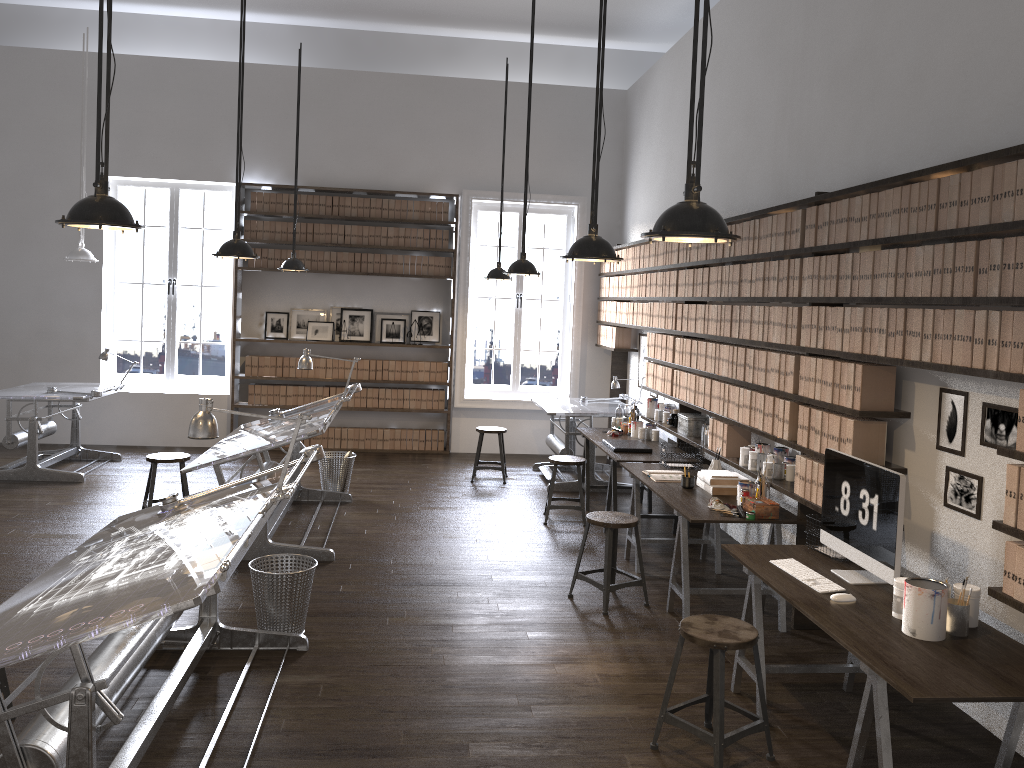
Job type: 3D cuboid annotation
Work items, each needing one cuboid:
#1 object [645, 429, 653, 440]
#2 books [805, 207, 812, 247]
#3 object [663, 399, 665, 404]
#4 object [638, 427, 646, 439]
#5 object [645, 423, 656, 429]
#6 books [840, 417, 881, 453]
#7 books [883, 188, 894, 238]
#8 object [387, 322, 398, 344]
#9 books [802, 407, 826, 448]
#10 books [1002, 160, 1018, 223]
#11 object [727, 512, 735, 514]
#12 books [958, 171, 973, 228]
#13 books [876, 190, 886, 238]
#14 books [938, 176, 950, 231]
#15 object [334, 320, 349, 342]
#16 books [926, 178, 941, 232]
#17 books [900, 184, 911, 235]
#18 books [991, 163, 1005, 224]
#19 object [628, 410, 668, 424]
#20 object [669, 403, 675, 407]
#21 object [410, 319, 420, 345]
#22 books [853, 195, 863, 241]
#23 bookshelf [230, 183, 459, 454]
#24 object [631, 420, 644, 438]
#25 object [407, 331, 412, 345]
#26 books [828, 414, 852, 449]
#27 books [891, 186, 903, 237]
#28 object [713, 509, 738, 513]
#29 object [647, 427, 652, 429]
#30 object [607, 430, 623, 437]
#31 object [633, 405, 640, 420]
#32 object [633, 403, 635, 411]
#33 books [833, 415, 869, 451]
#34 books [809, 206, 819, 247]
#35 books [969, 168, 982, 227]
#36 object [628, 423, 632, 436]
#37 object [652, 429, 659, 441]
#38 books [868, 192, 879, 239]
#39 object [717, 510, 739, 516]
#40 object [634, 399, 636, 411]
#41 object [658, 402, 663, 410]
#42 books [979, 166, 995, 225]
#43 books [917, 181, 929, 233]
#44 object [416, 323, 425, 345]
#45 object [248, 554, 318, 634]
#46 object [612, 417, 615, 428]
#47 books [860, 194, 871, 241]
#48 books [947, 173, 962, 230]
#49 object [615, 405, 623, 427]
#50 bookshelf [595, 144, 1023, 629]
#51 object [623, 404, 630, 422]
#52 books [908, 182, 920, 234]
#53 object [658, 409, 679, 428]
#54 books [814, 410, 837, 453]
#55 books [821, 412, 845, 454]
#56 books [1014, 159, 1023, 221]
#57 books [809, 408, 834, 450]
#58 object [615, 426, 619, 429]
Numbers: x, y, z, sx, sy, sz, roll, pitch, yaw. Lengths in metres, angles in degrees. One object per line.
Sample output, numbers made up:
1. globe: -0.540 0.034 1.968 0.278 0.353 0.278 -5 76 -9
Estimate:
1. object: 1.168 0.431 7.576 0.063 0.093 0.063 5 4 43
2. books: 1.727 -0.863 4.919 0.174 0.225 0.067 2 3 -6
3. object: 1.382 0.207 8.129 0.041 0.162 0.005 2 2 -14
4. object: 1.118 0.424 7.626 0.062 0.094 0.062 5 4 34
5. object: 1.205 0.408 7.697 0.094 0.128 0.095 2 3 -3
6. books: 1.739 0.283 4.428 0.174 0.225 0.067 2 3 -6
7. books: 1.816 -0.781 4.084 0.174 0.225 0.067 2 3 -6
8. object: -1.375 -0.588 10.211 0.124 0.259 0.040 2 2 -6
9. books: 1.689 0.242 4.847 0.174 0.225 0.067 2 3 -6
10. books: 1.909 -0.700 3.257 0.174 0.225 0.067 2 3 -6
11. object: 1.204 0.721 4.983 0.119 0.006 0.008 7 6 42
12. books: 1.882 -0.726 3.523 0.174 0.225 0.067 2 3 -6
13. books: 1.813 -0.788 4.153 0.174 0.225 0.067 2 3 -7
14. books: 1.867 -0.740 3.664 0.174 0.225 0.067 2 3 -7
15. object: -1.947 -0.605 10.134 0.174 0.259 0.040 2 2 -6
16. books: 1.853 -0.748 3.738 0.174 0.225 0.067 2 3 -6
17. books: 1.829 -0.767 3.939 0.174 0.225 0.067 2 3 -7
18. books: 1.903 -0.706 3.320 0.174 0.225 0.067 2 3 -6
19. object: 1.210 0.296 7.890 0.345 0.146 0.077 4 3 16
20. object: 1.460 0.239 8.117 0.070 0.130 0.070 5 4 40
21. object: -1.124 -0.603 10.248 0.118 0.303 0.040 2 2 -6
22. books: 1.785 -0.809 4.364 0.174 0.225 0.067 2 3 -7
23. bookshelf: -1.936 -0.379 10.301 2.473 3.715 0.413 2 2 -6
24. object: 1.094 0.395 7.733 0.104 0.141 0.105 2 4 -14
25. object: -1.183 -0.532 10.208 0.066 0.165 0.040 2 3 -6
26. books: 1.725 0.270 4.562 0.174 0.225 0.067 2 3 -6
27. books: 1.821 -0.775 4.011 0.174 0.225 0.067 2 3 -6
28. object: 1.200 0.714 4.975 0.011 0.017 0.172 0 6 -38
29. object: 1.180 0.426 7.632 0.044 0.101 0.045 2 3 -7
30. object: 0.895 0.426 7.797 0.132 0.050 0.197 4 6 23
31. object: 1.132 0.312 8.115 0.068 0.229 0.069 2 3 -10
32. object: 1.084 0.258 7.915 0.006 0.192 0.055 2 3 -8
33. books: 1.727 0.277 4.494 0.174 0.225 0.067 2 3 -7
34. books: 1.729 -0.856 4.845 0.174 0.225 0.067 2 3 -7
35. books: 1.890 -0.719 3.453 0.174 0.225 0.067 2 3 -6
36. object: 1.047 0.401 7.795 0.049 0.111 0.050 2 3 -10
37. object: 1.221 0.437 7.535 0.062 0.094 0.062 5 4 43
38. books: 1.803 -0.795 4.222 0.174 0.225 0.067 2 3 -7
39. object: 1.205 0.723 4.964 0.005 0.005 0.158 -1 6 -41
40. object: 1.093 0.244 7.923 0.021 0.227 0.007 3 2 5
41. object: 1.351 0.239 8.066 0.051 0.139 0.050 2 3 -9
42. books: 1.891 -0.713 3.385 0.174 0.225 0.067 2 3 -7
43. books: 1.850 -0.755 3.812 0.174 0.225 0.067 2 3 -7
44. object: -1.059 -0.582 10.284 0.110 0.261 0.040 2 2 -6
45. object: -1.210 1.130 4.667 0.353 0.377 0.354 3 4 15
46. object: 0.954 0.362 8.168 0.068 0.104 0.068 2 3 -2
47. books: 1.791 -0.802 4.292 0.174 0.225 0.067 2 3 -6
48. books: 1.870 -0.733 3.593 0.174 0.225 0.067 2 3 -7
49. object: 0.977 0.308 8.097 0.068 0.229 0.069 2 3 -10
50. bookshelf: 1.652 0.442 5.873 0.373 3.197 9.209 2 5 -7
51. object: 1.048 0.306 8.105 0.068 0.237 0.069 2 3 -10
52. books: 1.840 -0.761 3.877 0.174 0.225 0.067 2 3 -6
53. object: 1.382 0.301 7.647 0.236 0.161 0.107 -1 5 -41
54. books: 1.706 0.256 4.702 0.174 0.225 0.067 2 3 -7
55. books: 1.718 0.263 4.632 0.174 0.225 0.067 2 3 -6
56. books: 1.915 -0.693 3.185 0.174 0.225 0.067 2 3 -7
57. books: 1.703 0.249 4.773 0.174 0.225 0.067 2 3 -7
58. object: 0.952 0.407 8.048 0.049 0.037 0.049 2 4 -10
